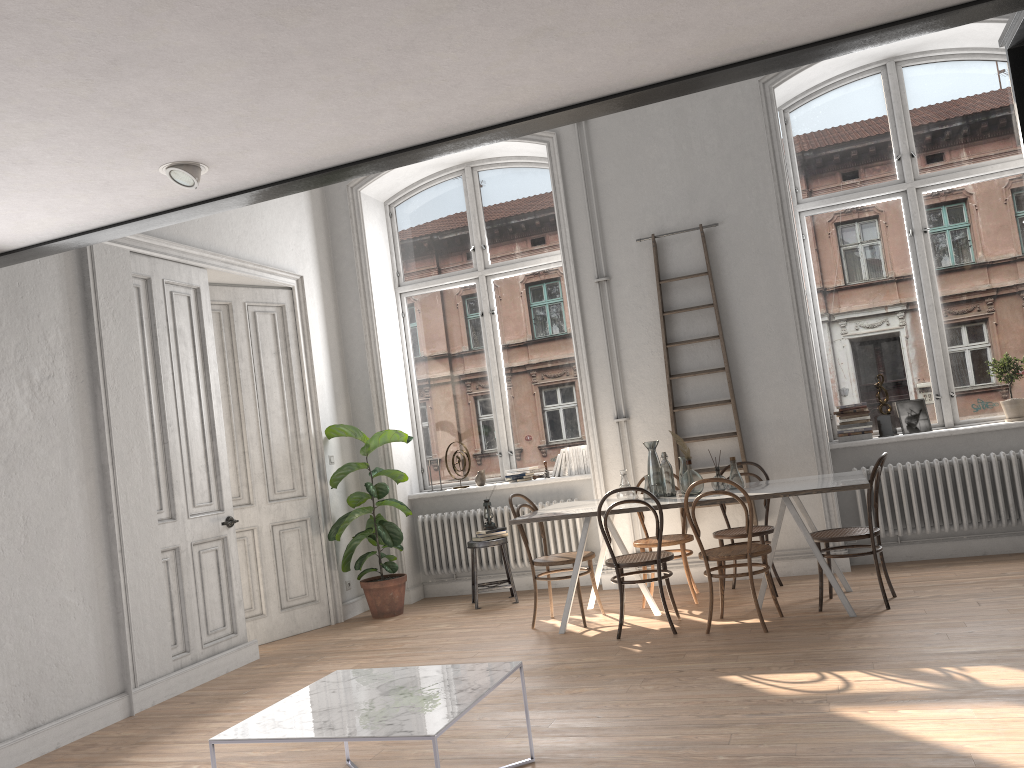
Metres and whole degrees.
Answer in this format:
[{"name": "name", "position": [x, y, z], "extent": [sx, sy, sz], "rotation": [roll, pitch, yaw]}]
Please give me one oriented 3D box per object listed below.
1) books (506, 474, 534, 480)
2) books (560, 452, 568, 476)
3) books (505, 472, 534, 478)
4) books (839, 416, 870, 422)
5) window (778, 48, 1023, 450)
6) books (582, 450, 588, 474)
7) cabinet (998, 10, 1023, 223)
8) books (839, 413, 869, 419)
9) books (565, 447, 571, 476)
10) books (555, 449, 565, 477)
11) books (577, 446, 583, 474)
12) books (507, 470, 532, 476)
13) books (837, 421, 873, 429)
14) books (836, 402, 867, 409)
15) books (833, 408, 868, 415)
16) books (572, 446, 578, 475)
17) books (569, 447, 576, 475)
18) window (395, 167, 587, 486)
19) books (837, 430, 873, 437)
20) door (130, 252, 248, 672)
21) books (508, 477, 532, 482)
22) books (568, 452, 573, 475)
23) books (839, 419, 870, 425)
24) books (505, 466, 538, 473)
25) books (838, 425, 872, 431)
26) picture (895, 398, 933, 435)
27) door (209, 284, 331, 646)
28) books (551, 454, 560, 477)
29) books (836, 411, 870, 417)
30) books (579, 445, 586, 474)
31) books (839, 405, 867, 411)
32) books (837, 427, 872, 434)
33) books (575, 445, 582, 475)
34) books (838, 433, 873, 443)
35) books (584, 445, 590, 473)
[{"name": "books", "position": [0.071, 0.828, 7.866], "extent": [0.205, 0.022, 0.155], "rotation": [-11, -5, 39]}, {"name": "books", "position": [0.462, 0.699, 7.748], "extent": [0.072, 0.203, 0.155], "rotation": [-9, -4, 19]}, {"name": "books", "position": [0.070, 0.806, 7.865], "extent": [0.221, 0.023, 0.147], "rotation": [-10, -5, 35]}, {"name": "books", "position": [2.692, 0.275, 6.969], "extent": [0.222, 0.024, 0.158], "rotation": [-9, -4, 19]}, {"name": "window", "position": [9.521, -6.244, 8.059], "extent": [14.391, 15.926, 26.402], "rotation": [-9, -4, 19]}, {"name": "books", "position": [0.651, 0.669, 7.682], "extent": [0.020, 0.205, 0.155], "rotation": [-9, -4, 19]}, {"name": "cabinet", "position": [3.142, -0.648, 4.413], "extent": [0.635, 3.581, 3.251], "rotation": [-9, -4, 19]}, {"name": "books", "position": [2.685, 0.254, 6.966], "extent": [0.205, 0.022, 0.155], "rotation": [-9, -4, 14]}, {"name": "books", "position": [0.511, 0.674, 7.753], "extent": [0.024, 0.243, 0.175], "rotation": [-9, -4, 19]}, {"name": "books", "position": [0.436, 0.687, 7.755], "extent": [0.100, 0.235, 0.174], "rotation": [-9, -4, 19]}, {"name": "books", "position": [0.615, 0.657, 7.717], "extent": [0.024, 0.243, 0.175], "rotation": [-9, -4, 19]}, {"name": "books", "position": [0.065, 0.785, 7.854], "extent": [0.205, 0.020, 0.155], "rotation": [-8, -4, 9]}, {"name": "books", "position": [2.691, 0.324, 6.968], "extent": [0.245, 0.028, 0.193], "rotation": [-9, -4, 14]}, {"name": "books", "position": [2.672, 0.171, 6.983], "extent": [0.201, 0.024, 0.159], "rotation": [-8, -4, 9]}, {"name": "books", "position": [2.667, 0.215, 6.974], "extent": [0.231, 0.023, 0.162], "rotation": [-10, -5, 34]}, {"name": "books", "position": [0.569, 0.663, 7.709], "extent": [0.019, 0.243, 0.174], "rotation": [-9, -4, 19]}, {"name": "books", "position": [0.545, 0.666, 7.708], "extent": [0.024, 0.243, 0.175], "rotation": [-9, -4, 19]}, {"name": "window", "position": [-0.205, -0.562, 8.177], "extent": [1.623, 2.841, 0.013], "rotation": [-9, -4, 19]}, {"name": "books", "position": [2.685, 0.388, 6.951], "extent": [0.250, 0.023, 0.175], "rotation": [-9, -4, 14]}, {"name": "door", "position": [-2.240, 0.548, 5.841], "extent": [0.216, 2.813, 1.097], "rotation": [-9, -4, 20]}, {"name": "books", "position": [0.069, 0.852, 7.870], "extent": [0.147, 0.023, 0.221], "rotation": [-6, -4, -22]}, {"name": "books", "position": [0.531, 0.688, 7.724], "extent": [0.020, 0.205, 0.155], "rotation": [-9, -4, 19]}, {"name": "books", "position": [2.690, 0.299, 6.963], "extent": [0.205, 0.022, 0.155], "rotation": [-10, -5, 33]}, {"name": "books", "position": [0.087, 0.758, 7.869], "extent": [0.244, 0.019, 0.174], "rotation": [-10, -5, 29]}, {"name": "books", "position": [2.694, 0.345, 6.965], "extent": [0.255, 0.014, 0.192], "rotation": [-9, -4, 22]}, {"name": "picture", "position": [3.098, 0.256, 6.872], "extent": [0.221, 0.264, 0.149], "rotation": [-8, -4, 2]}, {"name": "door", "position": [-2.013, 0.602, 6.992], "extent": [0.216, 2.813, 1.096], "rotation": [-11, -5, 44]}, {"name": "books", "position": [0.403, 0.712, 7.771], "extent": [0.105, 0.194, 0.155], "rotation": [-9, -4, 18]}, {"name": "books", "position": [2.677, 0.235, 6.970], "extent": [0.244, 0.019, 0.174], "rotation": [-9, -4, 19]}, {"name": "books", "position": [0.627, 0.653, 7.689], "extent": [0.019, 0.243, 0.174], "rotation": [-9, -4, 19]}, {"name": "books", "position": [2.676, 0.191, 6.971], "extent": [0.205, 0.020, 0.155], "rotation": [-9, -4, 19]}, {"name": "books", "position": [2.682, 0.365, 6.952], "extent": [0.249, 0.023, 0.175], "rotation": [-9, -4, 19]}, {"name": "books", "position": [0.593, 0.660, 7.719], "extent": [0.019, 0.243, 0.174], "rotation": [-9, -4, 19]}, {"name": "books", "position": [2.688, 0.420, 6.951], "extent": [0.248, 0.043, 0.192], "rotation": [-9, -4, 19]}, {"name": "books", "position": [0.677, 0.648, 7.695], "extent": [0.024, 0.243, 0.175], "rotation": [-9, -4, 19]}]
